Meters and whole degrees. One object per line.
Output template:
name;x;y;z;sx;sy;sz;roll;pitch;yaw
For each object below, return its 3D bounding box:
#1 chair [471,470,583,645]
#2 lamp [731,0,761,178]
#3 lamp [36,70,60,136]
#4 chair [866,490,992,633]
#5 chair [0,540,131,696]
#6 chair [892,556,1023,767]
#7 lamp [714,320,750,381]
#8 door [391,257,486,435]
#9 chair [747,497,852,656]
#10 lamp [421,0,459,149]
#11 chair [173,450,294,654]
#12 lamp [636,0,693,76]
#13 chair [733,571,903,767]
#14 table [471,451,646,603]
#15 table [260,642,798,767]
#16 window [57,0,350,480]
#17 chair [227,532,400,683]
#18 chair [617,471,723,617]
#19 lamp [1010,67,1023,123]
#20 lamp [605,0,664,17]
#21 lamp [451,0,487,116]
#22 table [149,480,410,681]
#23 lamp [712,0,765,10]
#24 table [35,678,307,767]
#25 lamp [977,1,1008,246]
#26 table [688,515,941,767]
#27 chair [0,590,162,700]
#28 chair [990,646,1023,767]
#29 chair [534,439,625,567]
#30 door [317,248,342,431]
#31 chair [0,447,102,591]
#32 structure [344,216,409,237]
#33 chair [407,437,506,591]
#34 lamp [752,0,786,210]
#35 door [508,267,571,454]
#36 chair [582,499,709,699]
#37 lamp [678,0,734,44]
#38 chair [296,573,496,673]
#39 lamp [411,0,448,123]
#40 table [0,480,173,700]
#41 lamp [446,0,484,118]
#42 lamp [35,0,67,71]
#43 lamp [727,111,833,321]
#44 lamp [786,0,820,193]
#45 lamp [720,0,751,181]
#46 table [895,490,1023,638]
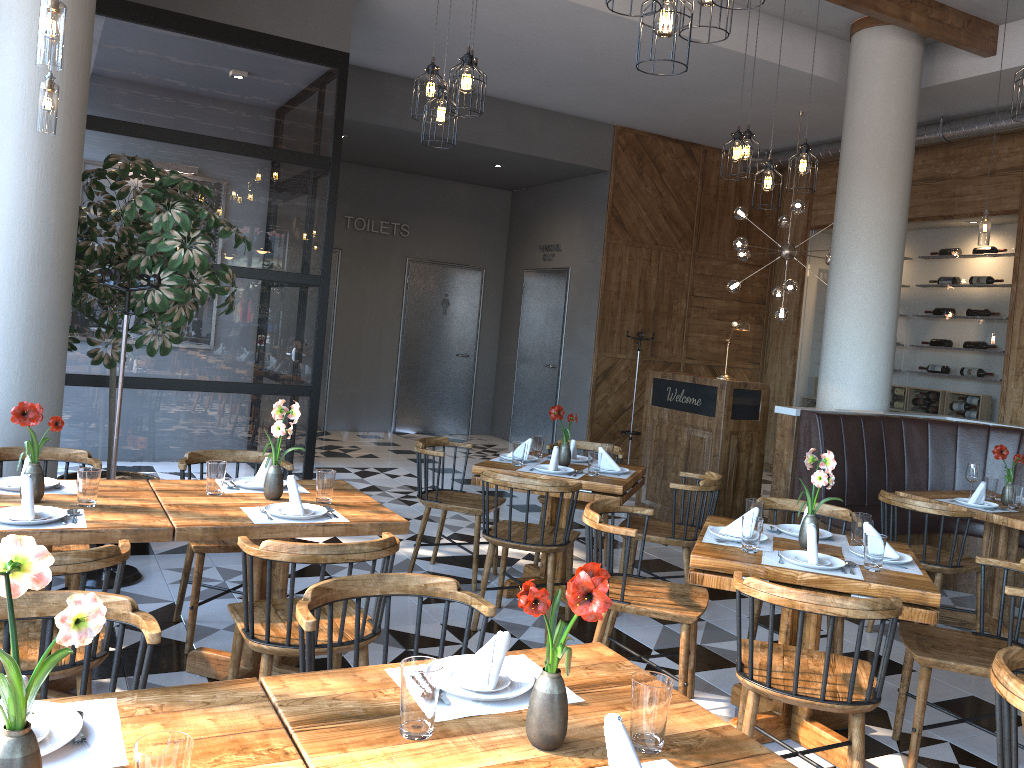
chair;0.083;0.855;4.608;0.520;0.816;0.550;6;2;17
lamp;1.631;-2.411;5.857;0.175;2.069;0.175;5;1;15
lamp;-1.958;-2.076;3.872;0.078;1.962;0.078;5;1;4
chair;2.330;1.037;4.969;0.549;0.816;0.521;4;2;-28
chair;-1.437;0.837;2.600;0.519;0.816;0.551;4;2;-28
chair;1.771;1.082;3.372;0.550;0.816;0.519;6;2;17
lamp;1.744;-0.138;7.042;0.170;0.756;0.444;6;2;37
door;-1.001;-0.495;12.318;1.205;2.392;0.114;4;1;-28
chair;1.343;0.995;4.176;0.520;0.816;0.550;6;2;17
lamp;-0.293;-2.280;4.618;0.175;2.069;0.175;5;1;-16
chair;-1.308;0.756;4.149;0.519;0.816;0.551;4;2;-28
lamp;0.602;-2.102;2.992;0.175;2.069;0.175;5;1;-34
chair;0.970;1.035;2.942;0.520;0.816;0.550;6;2;17
table;0.272;0.862;5.224;0.865;0.763;0.864;6;2;17
table;0.014;1.050;1.676;0.849;0.763;0.852;4;3;-28
window;-3.065;-0.932;7.138;2.724;3.546;2.191;4;2;-28
chair;-0.696;0.880;2.998;0.519;0.816;0.551;4;2;-28
chair;0.884;0.902;5.039;0.550;0.816;0.519;6;2;17
lamp;2.439;-2.225;3.965;0.175;2.069;0.175;4;1;-45
lamp;0.483;-2.233;2.811;0.175;2.069;0.175;6;1;23
lamp;-0.153;-2.511;4.812;0.175;2.069;0.175;5;1;-16
table;-0.997;0.846;3.575;0.849;0.763;0.852;4;3;-28
lamp;0.847;-2.308;2.935;0.175;2.069;0.175;5;1;-34
table;-0.738;1.006;1.271;0.849;0.763;0.852;4;3;-28
lamp;3.621;-2.016;6.625;0.078;1.962;0.078;5;1;4
table;1.154;1.041;3.568;0.865;0.763;0.864;6;2;17
chair;-1.038;0.918;1.851;0.519;0.816;0.551;4;2;-28
chair;1.415;1.125;2.106;0.550;0.816;0.519;6;2;17
chair;0.438;0.813;5.857;0.520;0.816;0.550;6;2;17
door;-2.858;-0.604;11.320;1.205;2.392;0.114;4;1;-28
chair;-2.049;0.713;3.751;0.519;0.816;0.551;4;2;-28
structure;-1.800;-2.096;11.798;0.914;0.166;0.035;3;2;-28
chair;-0.345;0.769;5.412;0.550;0.816;0.519;6;2;17
lamp;1.717;-2.160;5.656;0.175;2.069;0.175;5;1;15
door;0.335;-0.337;11.695;0.114;2.392;1.209;5;2;-28
chair;0.542;0.948;3.745;0.550;0.816;0.519;6;2;17
lamp;0.776;-2.270;3.134;0.175;2.069;0.175;4;1;-45
chair;-0.297;0.961;2.249;0.519;0.816;0.551;4;2;-28
lamp;-0.365;-2.473;4.811;0.175;2.069;0.175;5;1;-27
table;-1.749;0.801;3.171;0.849;0.763;0.852;4;3;-28
lamp;-0.153;-2.388;4.436;0.175;2.069;0.175;6;1;41
lamp;-1.460;-2.034;2.945;0.078;1.962;0.078;4;1;-42
lamp;2.916;-1.748;9.255;1.188;2.190;1.160;6;2;23
lamp;1.949;-2.271;5.672;0.175;2.069;0.175;5;1;-18
lamp;1.520;-2.354;5.679;0.175;2.069;0.175;5;1;4
table;2.886;1.097;5.264;0.849;0.763;0.852;4;3;-28
